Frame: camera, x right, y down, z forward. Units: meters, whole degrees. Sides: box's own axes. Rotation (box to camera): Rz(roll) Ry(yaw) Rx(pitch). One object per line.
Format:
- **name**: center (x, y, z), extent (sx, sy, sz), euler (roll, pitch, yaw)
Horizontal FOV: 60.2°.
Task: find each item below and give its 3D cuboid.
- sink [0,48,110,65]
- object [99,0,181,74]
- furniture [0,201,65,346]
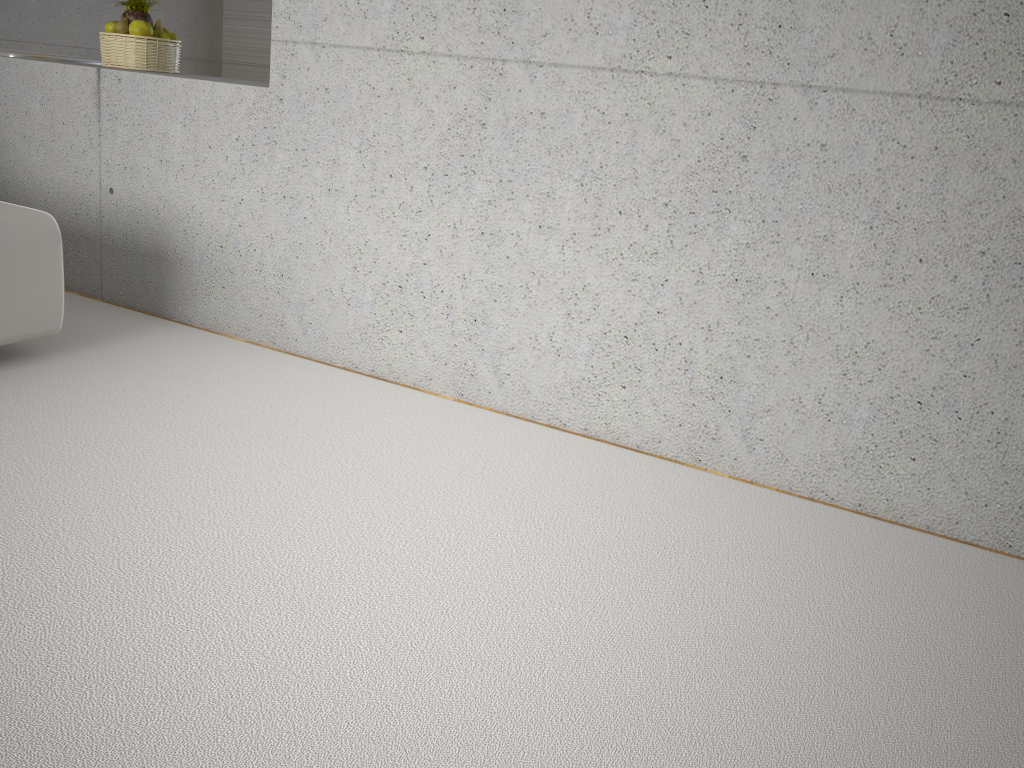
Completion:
- **sink**: center (-2.922, -1.875, 4.748), extent (1.714, 0.529, 0.777), euler (15, 19, 25)
- **object**: center (-1.747, -1.699, 4.139), extent (0.334, 0.433, 0.375), euler (9, 16, 11)
- **furniture**: center (-2.778, -0.273, 2.540), extent (1.623, 0.512, 2.199), euler (14, 20, 24)
